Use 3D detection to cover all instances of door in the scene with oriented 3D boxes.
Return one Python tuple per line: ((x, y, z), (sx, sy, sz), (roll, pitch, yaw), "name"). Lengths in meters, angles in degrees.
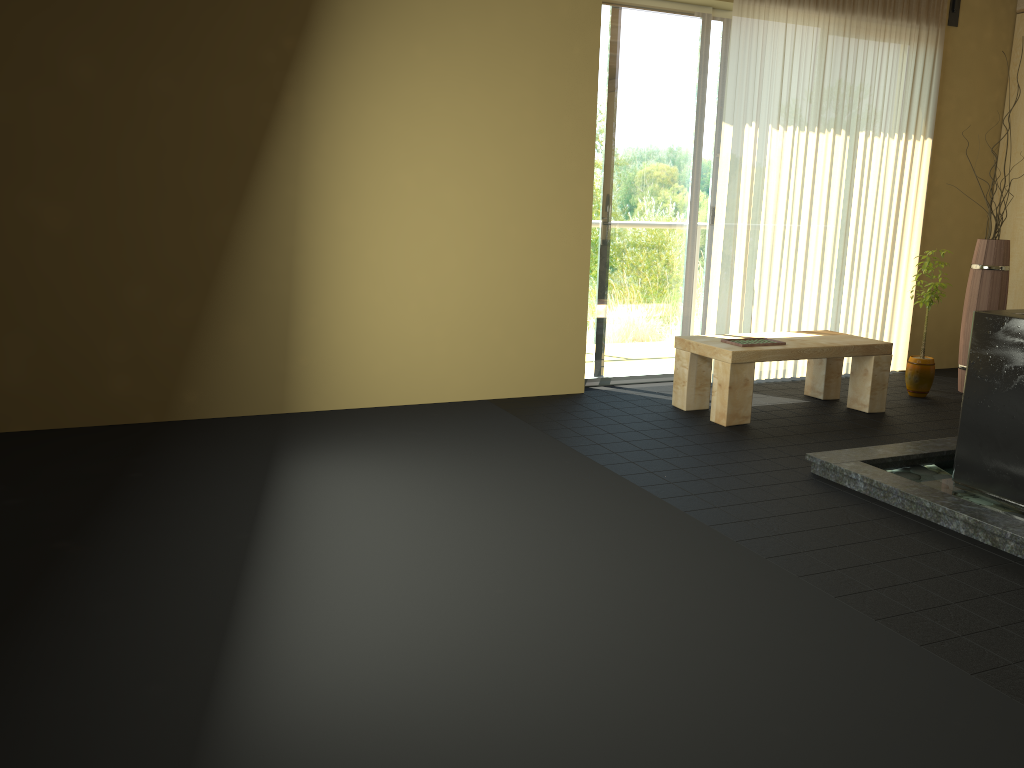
((0.862, -1.135, 5.492), (1.038, 2.326, 0.063), (-3, 12, -25), "door")

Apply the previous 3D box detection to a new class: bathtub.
((3.018, -0.125, 3.492), (2.132, 1.159, 1.070), (-3, 12, -24), "bathtub")

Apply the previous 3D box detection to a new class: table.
((1.529, -0.054, 5.034), (1.125, 0.399, 0.514), (-3, 13, -24), "table")

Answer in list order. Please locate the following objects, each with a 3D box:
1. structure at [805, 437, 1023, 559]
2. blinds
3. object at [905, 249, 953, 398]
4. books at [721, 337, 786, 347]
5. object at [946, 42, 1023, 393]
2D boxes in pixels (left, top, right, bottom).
((3.410, 0.587, 3.780), (3.801, 0.634, 1.977), (-3, 13, -24), "structure")
((2.099, -1.318, 5.767), (1.944, 2.573, 0.064), (-4, 12, -25), "blinds")
((2.549, -0.384, 5.469), (0.242, 0.927, 0.267), (4, 11, 14), "object")
((1.311, -0.228, 4.819), (0.294, 0.014, 0.182), (-3, 13, -24), "books")
((2.965, -1.025, 5.585), (0.468, 2.174, 0.463), (7, 12, 26), "object")
